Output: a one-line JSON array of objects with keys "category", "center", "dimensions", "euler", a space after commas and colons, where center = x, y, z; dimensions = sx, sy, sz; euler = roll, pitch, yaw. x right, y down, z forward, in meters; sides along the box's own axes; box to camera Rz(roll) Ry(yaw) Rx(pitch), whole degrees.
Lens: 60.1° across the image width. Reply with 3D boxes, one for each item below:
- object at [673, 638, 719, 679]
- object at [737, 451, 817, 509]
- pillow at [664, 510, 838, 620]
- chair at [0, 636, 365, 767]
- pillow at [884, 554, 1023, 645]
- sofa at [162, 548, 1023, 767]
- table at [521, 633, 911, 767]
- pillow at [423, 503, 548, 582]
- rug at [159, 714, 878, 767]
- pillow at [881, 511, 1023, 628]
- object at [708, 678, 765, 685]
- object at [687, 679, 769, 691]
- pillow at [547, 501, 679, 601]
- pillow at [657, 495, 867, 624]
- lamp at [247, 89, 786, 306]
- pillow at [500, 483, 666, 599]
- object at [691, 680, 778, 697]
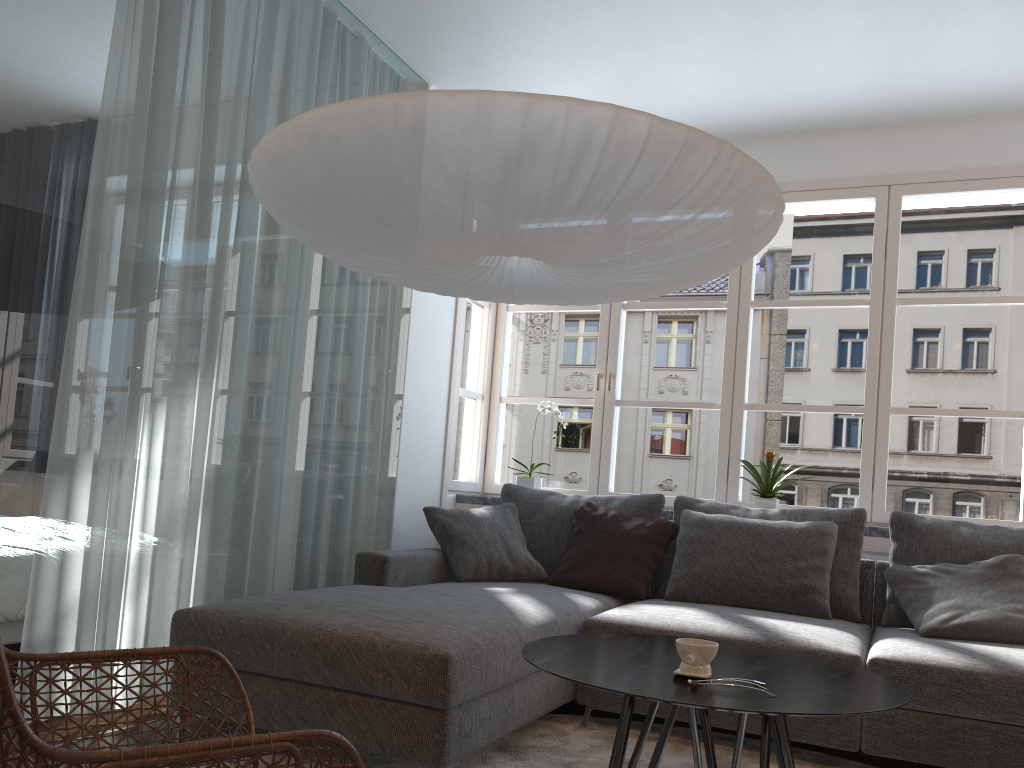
[{"category": "object", "center": [0.382, 0.585, 1.879], "dimensions": [0.091, 0.069, 0.140], "euler": [0, -8, 36]}, {"category": "object", "center": [1.263, 0.486, 4.265], "dimensions": [0.376, 0.327, 0.324], "euler": [4, -5, -1]}, {"category": "pillow", "center": [1.003, 0.746, 3.704], "dimensions": [0.666, 0.395, 0.294], "euler": [2, -5, 24]}, {"category": "chair", "center": [-0.673, 0.600, 1.504], "dimensions": [0.688, 0.706, 0.719], "euler": [8, -6, -33]}, {"category": "pillow", "center": [1.694, 0.780, 3.276], "dimensions": [0.492, 0.319, 0.447], "euler": [4, -6, 6]}, {"category": "sofa", "center": [0.748, 0.928, 2.993], "dimensions": [3.064, 0.668, 2.055], "euler": [1, -7, 24]}, {"category": "table", "center": [0.426, 0.876, 2.003], "dimensions": [0.846, 0.470, 0.853], "euler": [1, -7, 26]}, {"category": "pillow", "center": [-0.122, 0.713, 4.018], "dimensions": [0.517, 0.358, 0.347], "euler": [7, -6, -27]}, {"category": "rug", "center": [0.251, 1.089, 1.955], "dimensions": [2.836, 0.012, 2.856], "euler": [4, -7, 4]}, {"category": "pillow", "center": [1.906, 0.759, 3.449], "dimensions": [0.835, 0.475, 0.277], "euler": [2, -5, 24]}, {"category": "object", "center": [0.467, 0.615, 1.833], "dimensions": [0.124, 0.010, 0.026], "euler": [6, -7, -10]}, {"category": "object", "center": [0.436, 0.604, 1.785], "dimensions": [0.163, 0.016, 0.025], "euler": [4, -6, -1]}, {"category": "pillow", "center": [0.445, 0.731, 3.925], "dimensions": [0.520, 0.401, 0.313], "euler": [2, -5, 26]}, {"category": "pillow", "center": [1.076, 0.742, 3.829], "dimensions": [0.838, 0.473, 0.278], "euler": [2, -5, 24]}, {"category": "lamp", "center": [0.006, -0.408, 2.515], "dimensions": [1.475, 0.209, 1.474], "euler": [8, -8, -29]}, {"category": "pillow", "center": [0.276, 0.726, 4.172], "dimensions": [0.835, 0.476, 0.277], "euler": [2, -5, 24]}, {"category": "object", "center": [0.438, 0.600, 1.742], "dimensions": [0.168, 0.015, 0.015], "euler": [3, -5, 11]}]
